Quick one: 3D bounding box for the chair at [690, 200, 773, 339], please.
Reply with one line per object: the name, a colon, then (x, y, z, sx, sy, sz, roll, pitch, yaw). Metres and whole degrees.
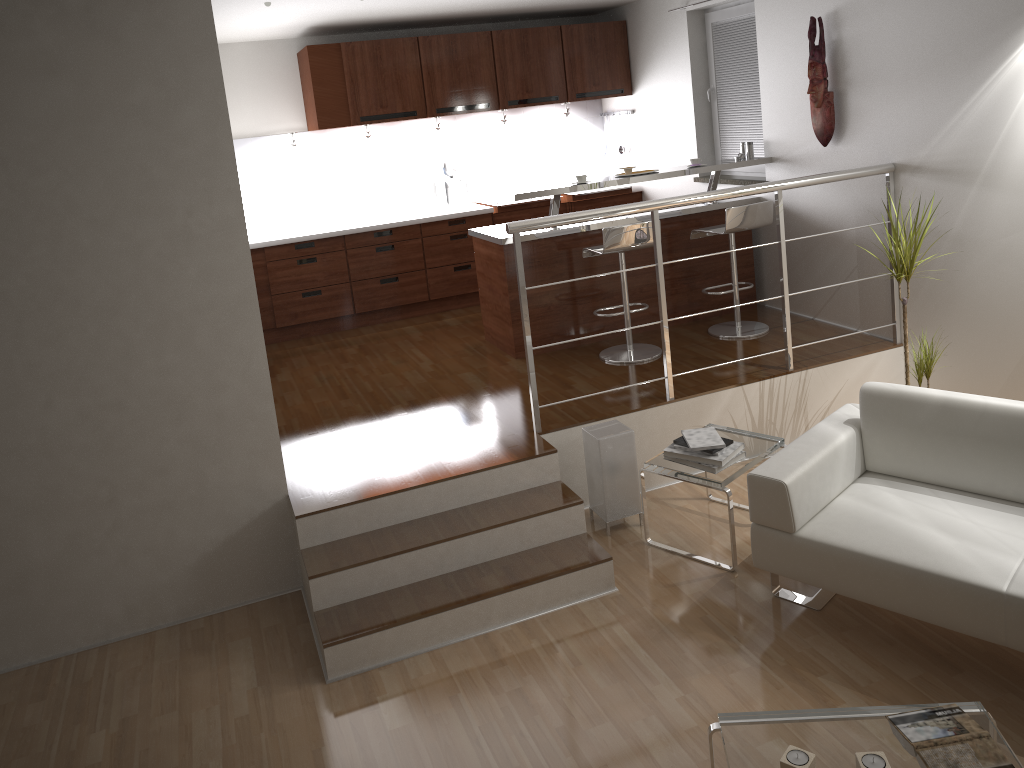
chair: (1.436, -0.751, 5.635, 0.391, 0.825, 0.433, -11, 12, -23)

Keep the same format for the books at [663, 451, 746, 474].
books: (0.861, 0.318, 3.922, 0.232, 0.026, 0.291, -20, 22, -37)

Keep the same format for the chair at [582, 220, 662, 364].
chair: (0.696, -0.586, 5.371, 0.391, 0.825, 0.435, -9, 11, -14)

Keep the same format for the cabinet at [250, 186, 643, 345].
cabinet: (-0.553, -1.083, 7.475, 3.534, 0.778, 0.696, -12, 14, -19)

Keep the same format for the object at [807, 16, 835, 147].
object: (1.868, -1.826, 5.298, 0.151, 0.768, 0.155, -2, 10, 25)

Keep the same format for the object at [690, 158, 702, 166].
object: (1.229, -1.481, 5.851, 0.079, 0.044, 0.069, -2, 16, 17)

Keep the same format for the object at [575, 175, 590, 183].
object: (0.443, -1.294, 5.530, 0.079, 0.044, 0.069, 1, 16, 24)

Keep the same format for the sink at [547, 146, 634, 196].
sink: (0.653, -1.867, 7.861, 0.678, 0.563, 0.614, -11, 14, -19)

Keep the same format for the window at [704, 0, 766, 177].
window: (1.680, -2.141, 6.380, 0.143, 1.232, 0.861, -9, 12, -18)

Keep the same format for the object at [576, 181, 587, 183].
object: (0.439, -1.274, 5.536, 0.077, 0.002, 0.079, 5, 21, 33)

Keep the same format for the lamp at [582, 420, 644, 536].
lamp: (0.484, 0.445, 4.216, 0.194, 0.468, 0.203, -10, 11, -19)

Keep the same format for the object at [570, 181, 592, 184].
object: (0.429, -1.270, 5.533, 0.130, 0.008, 0.144, -11, 18, -16)

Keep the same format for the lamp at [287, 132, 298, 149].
lamp: (-1.691, -1.882, 6.775, 0.080, 0.121, 0.083, -2, 12, 20)

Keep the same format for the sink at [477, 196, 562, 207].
sink: (0.062, -1.550, 7.672, 0.605, 0.194, 0.615, -12, 17, -18)

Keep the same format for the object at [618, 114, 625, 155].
object: (0.980, -2.234, 7.829, 0.043, 0.355, 0.092, -10, 10, -19)

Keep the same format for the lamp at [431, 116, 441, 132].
lamp: (-0.611, -2.122, 7.159, 0.080, 0.121, 0.083, -2, 12, 20)

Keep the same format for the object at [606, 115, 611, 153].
object: (0.887, -2.284, 8.042, 0.008, 0.367, 0.034, -9, 9, -18)

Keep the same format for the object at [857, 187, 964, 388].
object: (1.931, -0.243, 4.293, 0.503, 1.434, 0.451, -8, 10, -6)

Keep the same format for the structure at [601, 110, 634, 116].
structure: (0.941, -2.438, 7.886, 0.049, 0.033, 0.612, -11, 18, -17)

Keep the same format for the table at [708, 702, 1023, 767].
table: (0.941, 1.151, 2.170, 0.793, 0.242, 0.726, -5, 17, 6)

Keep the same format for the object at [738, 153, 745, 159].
object: (1.579, -1.569, 6.020, 0.051, 0.044, 0.052, 1, 16, 27)

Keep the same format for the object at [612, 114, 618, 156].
object: (0.923, -2.252, 7.928, 0.020, 0.368, 0.108, -9, 10, -18)

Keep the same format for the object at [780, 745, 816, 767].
object: (0.708, 0.977, 2.159, 0.067, 0.146, 0.069, 2, 14, 40)

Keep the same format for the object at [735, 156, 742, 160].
object: (1.560, -1.559, 6.037, 0.051, 0.019, 0.052, -11, 17, -16)

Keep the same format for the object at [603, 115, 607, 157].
object: (0.851, -2.296, 8.102, 0.033, 0.372, 0.066, -9, 10, -18)

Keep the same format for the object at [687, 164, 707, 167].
object: (1.221, -1.457, 5.848, 0.132, 0.008, 0.141, -20, 22, -38)

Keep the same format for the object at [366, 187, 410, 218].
object: (-1.052, -1.557, 7.472, 0.373, 0.234, 0.159, -12, 13, -19)

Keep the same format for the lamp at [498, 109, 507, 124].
lamp: (-0.071, -2.242, 7.351, 0.080, 0.121, 0.083, -2, 12, 20)

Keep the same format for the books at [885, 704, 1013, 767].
books: (1.137, 0.942, 2.266, 0.204, 0.054, 0.301, -7, 17, -4)

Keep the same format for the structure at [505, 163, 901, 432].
structure: (1.112, -0.503, 4.627, 2.344, 1.024, 0.058, -12, 10, -19)

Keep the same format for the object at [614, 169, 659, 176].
object: (0.824, -1.390, 5.773, 0.311, 0.010, 0.224, -12, 18, -16)

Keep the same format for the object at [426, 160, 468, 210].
object: (-0.546, -1.734, 7.594, 0.332, 0.394, 0.166, -11, 11, -19)

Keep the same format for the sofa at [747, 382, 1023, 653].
sofa: (1.845, 0.527, 3.043, 1.798, 0.718, 0.928, 10, 21, 44)

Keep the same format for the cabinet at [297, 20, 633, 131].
cabinet: (-0.358, -2.610, 7.393, 2.742, 0.619, 0.665, -12, 15, -19)

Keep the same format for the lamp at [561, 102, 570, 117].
lamp: (0.468, -2.363, 7.543, 0.080, 0.121, 0.083, -2, 12, 20)

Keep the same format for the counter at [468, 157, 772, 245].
counter: (0.803, -1.306, 6.049, 2.121, 0.309, 0.859, -12, 17, -19)

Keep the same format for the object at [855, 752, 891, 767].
object: (0.856, 0.967, 2.064, 0.067, 0.191, 0.069, -5, 10, 6)

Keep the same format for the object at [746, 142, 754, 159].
object: (1.634, -1.607, 6.016, 0.053, 0.108, 0.053, -14, 13, -35)

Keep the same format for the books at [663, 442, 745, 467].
books: (0.858, 0.292, 3.918, 0.289, 0.026, 0.233, 8, 22, 38)

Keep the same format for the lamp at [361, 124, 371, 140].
lamp: (-1.151, -2.002, 6.967, 0.080, 0.121, 0.083, -2, 12, 20)

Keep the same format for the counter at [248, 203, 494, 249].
counter: (-1.246, -1.303, 7.186, 2.121, 0.039, 0.697, -12, 18, -19)

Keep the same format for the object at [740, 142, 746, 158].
object: (1.607, -1.619, 6.068, 0.053, 0.106, 0.053, -14, 13, -35)

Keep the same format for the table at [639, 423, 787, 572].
table: (0.947, 0.494, 4.022, 0.468, 0.389, 0.564, 7, 20, 44)

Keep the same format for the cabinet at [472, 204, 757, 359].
cabinet: (0.733, -0.789, 6.160, 1.864, 0.730, 0.647, -12, 14, -19)

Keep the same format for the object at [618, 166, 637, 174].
object: (0.768, -1.398, 5.741, 0.141, 0.040, 0.133, -12, 17, -17)

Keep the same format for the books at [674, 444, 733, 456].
books: (0.856, 0.272, 3.915, 0.218, 0.014, 0.156, 8, 22, 39)

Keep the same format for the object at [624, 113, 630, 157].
object: (1.004, -2.190, 7.708, 0.024, 0.371, 0.073, -9, 10, -18)
